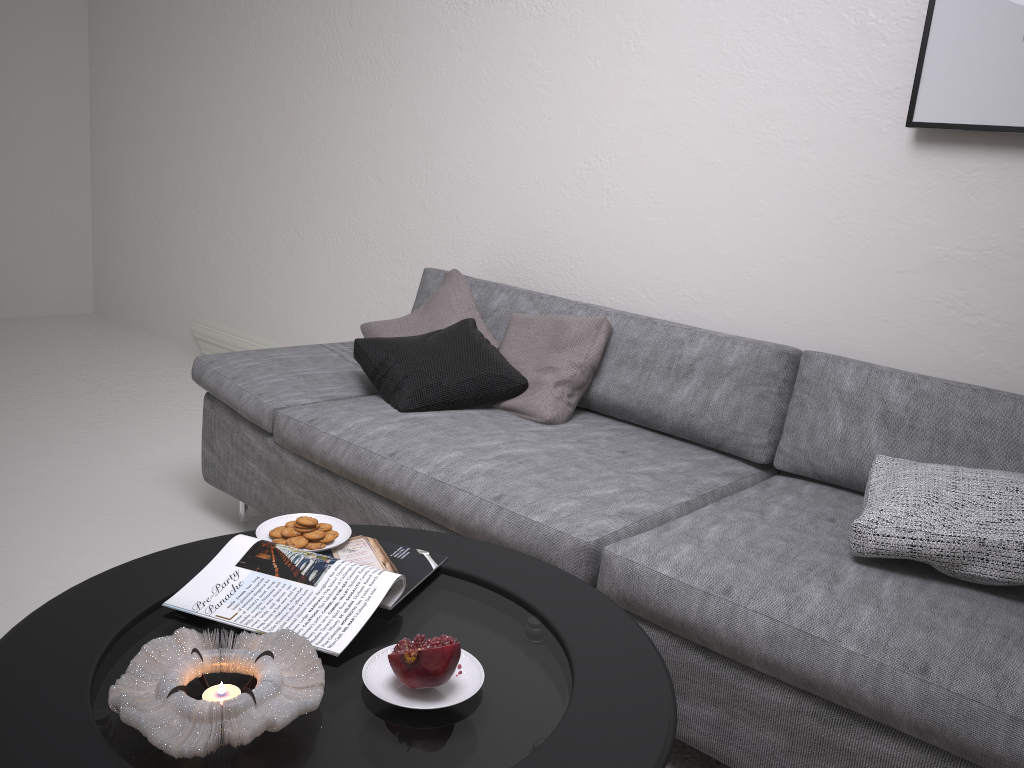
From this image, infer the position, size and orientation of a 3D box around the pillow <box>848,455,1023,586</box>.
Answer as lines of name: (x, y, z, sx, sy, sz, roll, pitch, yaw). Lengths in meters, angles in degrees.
pillow: (0.920, 0.280, 1.807, 0.398, 0.194, 0.412, 12, 15, 25)

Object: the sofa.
sofa: (0.510, 0.312, 2.189, 3.000, 0.772, 1.124, 17, 17, 38)

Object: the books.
books: (-0.320, 0.302, 1.463, 0.301, 0.048, 0.377, 10, 14, 18)

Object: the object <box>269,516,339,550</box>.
object: (-0.377, 0.261, 1.607, 0.119, 0.036, 0.120, 6, 14, 1)

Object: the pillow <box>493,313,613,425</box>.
pillow: (0.066, -0.074, 2.691, 0.415, 0.318, 0.344, 16, 17, 38)

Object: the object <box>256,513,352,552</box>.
object: (-0.377, 0.274, 1.608, 0.165, 0.015, 0.170, 11, 15, 21)

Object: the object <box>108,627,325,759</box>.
object: (-0.368, 0.382, 1.122, 0.258, 0.062, 0.249, -7, 18, -42)

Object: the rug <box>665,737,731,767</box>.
rug: (0.683, 1.106, 0.530, 3.638, 0.008, 1.989, 17, 17, 38)

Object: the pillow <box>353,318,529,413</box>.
pillow: (-0.219, -0.035, 2.653, 0.428, 0.268, 0.395, -2, 16, -30)

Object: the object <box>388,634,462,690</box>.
object: (-0.113, 0.375, 1.208, 0.111, 0.082, 0.087, 2, 14, -16)

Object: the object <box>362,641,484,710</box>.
object: (-0.122, 0.406, 1.226, 0.168, 0.015, 0.167, 5, 14, -6)

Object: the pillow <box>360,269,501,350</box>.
pillow: (-0.270, -0.152, 2.945, 0.358, 0.448, 0.471, -2, 15, -29)

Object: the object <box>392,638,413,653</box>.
object: (-0.153, 0.379, 1.265, 0.036, 0.036, 0.043, -6, 18, -40)

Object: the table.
table: (-0.256, 0.601, 1.316, 0.927, 0.449, 0.962, 16, 17, 35)
